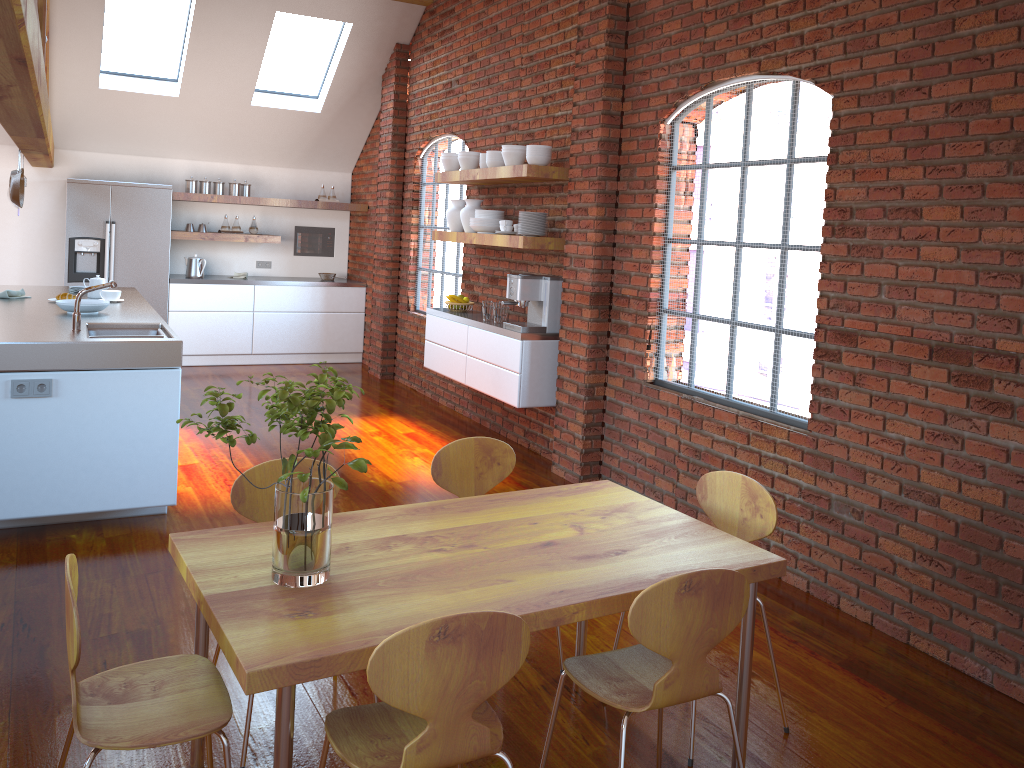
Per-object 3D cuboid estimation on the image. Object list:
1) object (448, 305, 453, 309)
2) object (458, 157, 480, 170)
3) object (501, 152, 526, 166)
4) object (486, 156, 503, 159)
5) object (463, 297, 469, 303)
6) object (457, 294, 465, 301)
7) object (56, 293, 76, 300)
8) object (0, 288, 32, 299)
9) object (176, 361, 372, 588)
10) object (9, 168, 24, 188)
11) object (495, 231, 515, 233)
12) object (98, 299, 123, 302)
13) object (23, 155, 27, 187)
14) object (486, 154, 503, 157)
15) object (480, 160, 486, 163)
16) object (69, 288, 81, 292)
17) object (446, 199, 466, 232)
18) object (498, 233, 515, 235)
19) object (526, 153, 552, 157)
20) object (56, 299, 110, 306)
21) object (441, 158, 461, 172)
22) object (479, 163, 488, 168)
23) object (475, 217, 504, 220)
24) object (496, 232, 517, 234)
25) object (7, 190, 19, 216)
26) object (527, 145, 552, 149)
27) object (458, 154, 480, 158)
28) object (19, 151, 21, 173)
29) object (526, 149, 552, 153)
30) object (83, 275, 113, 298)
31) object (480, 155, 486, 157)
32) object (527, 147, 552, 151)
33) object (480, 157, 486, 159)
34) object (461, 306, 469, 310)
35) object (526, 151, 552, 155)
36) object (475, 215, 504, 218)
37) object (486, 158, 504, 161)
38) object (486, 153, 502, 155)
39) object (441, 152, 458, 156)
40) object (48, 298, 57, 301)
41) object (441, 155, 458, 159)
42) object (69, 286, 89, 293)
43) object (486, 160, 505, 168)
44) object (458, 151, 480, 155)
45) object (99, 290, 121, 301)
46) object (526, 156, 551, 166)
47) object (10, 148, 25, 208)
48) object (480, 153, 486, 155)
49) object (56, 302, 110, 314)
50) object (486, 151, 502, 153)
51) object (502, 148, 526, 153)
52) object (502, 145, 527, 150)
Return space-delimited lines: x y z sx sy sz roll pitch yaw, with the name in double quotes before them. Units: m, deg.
"object" -0.473 -0.601 6.826 0.046 0.045 0.056 4 7 5
"object" -0.320 -1.640 6.596 0.180 0.103 0.183 4 8 9
"object" 0.015 -1.508 5.940 0.181 0.103 0.182 8 10 32
"object" -0.102 -1.576 6.239 0.165 0.060 0.167 -3 11 -33
"object" -0.354 -0.651 6.815 0.047 0.046 0.055 5 7 14
"object" -0.399 -0.666 6.842 0.069 0.061 0.069 2 7 -11
"object" -2.847 -0.556 5.616 0.137 0.051 0.063 2 7 -8
"object" -3.253 -0.591 5.688 0.196 0.061 0.205 7 10 24
"object" -0.546 0.205 2.099 0.427 0.517 0.392 5 6 17
"object" -3.708 -1.606 6.590 0.085 0.356 0.196 2 5 -23
"object" -0.038 -1.031 6.002 0.154 0.012 0.155 7 11 23
"object" -2.628 -0.546 5.769 0.154 0.012 0.156 3 10 1
"object" -3.878 -1.714 6.999 0.023 0.286 0.059 3 3 -12
"object" -0.101 -1.590 6.238 0.165 0.060 0.167 -3 11 -33
"object" -0.190 -1.603 6.446 0.099 0.060 0.100 5 8 12
"object" -3.069 -0.677 6.382 0.233 0.026 0.166 8 11 27
"object" -0.419 -1.308 6.853 0.192 0.248 0.194 4 6 12
"object" -0.038 -1.022 6.003 0.154 0.012 0.155 7 11 23
"object" 0.172 -1.450 5.674 0.166 0.060 0.167 5 9 12
"object" -2.471 -0.448 5.067 0.284 0.055 0.283 10 12 34
"object" -0.464 -1.683 6.797 0.180 0.103 0.183 4 8 9
"object" -0.191 -1.587 6.447 0.099 0.060 0.100 5 8 12
"object" -0.163 -1.168 6.325 0.214 0.055 0.216 -4 12 -35
"object" -0.038 -1.026 6.002 0.154 0.012 0.155 7 11 23
"object" -3.847 -1.562 6.792 0.084 0.526 0.275 2 4 -27
"object" 0.175 -1.501 5.672 0.166 0.060 0.167 5 9 12
"object" -0.319 -1.661 6.595 0.180 0.103 0.183 4 8 9
"object" -3.602 -1.559 6.437 0.046 0.329 0.045 3 3 -2
"object" 0.173 -1.476 5.673 0.166 0.060 0.167 5 9 12
"object" -2.808 -0.662 5.974 0.197 0.154 0.119 0 6 -21
"object" -0.188 -1.641 6.444 0.099 0.060 0.100 5 8 12
"object" 0.174 -1.488 5.672 0.166 0.060 0.167 5 9 12
"object" -0.189 -1.630 6.445 0.099 0.060 0.100 5 8 12
"object" -0.370 -0.610 6.849 0.070 0.068 0.069 1 7 -18
"object" 0.173 -1.463 5.673 0.166 0.060 0.167 5 9 12
"object" -0.163 -1.178 6.325 0.214 0.055 0.216 -4 12 -35
"object" -0.103 -1.563 6.240 0.165 0.060 0.167 -3 11 -33
"object" -0.101 -1.602 6.238 0.165 0.060 0.167 -3 11 -33
"object" -0.461 -1.727 6.795 0.180 0.103 0.183 4 8 9
"object" -2.847 -0.531 5.606 0.194 0.014 0.197 2 10 -6
"object" -0.463 -1.704 6.796 0.180 0.103 0.183 4 8 9
"object" -3.065 -0.685 6.345 0.232 0.049 0.167 -2 10 -27
"object" -0.104 -1.547 6.240 0.165 0.060 0.167 -3 11 -33
"object" -0.318 -1.684 6.594 0.180 0.103 0.183 4 8 9
"object" -2.628 -0.577 5.771 0.116 0.069 0.126 -4 11 -42
"object" 0.171 -1.433 5.675 0.166 0.060 0.167 5 9 12
"object" -3.538 -1.480 6.288 0.069 0.441 0.268 2 5 -22
"object" -0.187 -1.655 6.444 0.099 0.060 0.100 5 8 12
"object" -2.471 -0.437 5.068 0.284 0.055 0.283 10 12 34
"object" -0.100 -1.615 6.237 0.165 0.060 0.167 -3 11 -33
"object" 0.017 -1.529 5.939 0.181 0.103 0.182 8 10 32
"object" 0.018 -1.552 5.938 0.181 0.103 0.182 8 10 32
